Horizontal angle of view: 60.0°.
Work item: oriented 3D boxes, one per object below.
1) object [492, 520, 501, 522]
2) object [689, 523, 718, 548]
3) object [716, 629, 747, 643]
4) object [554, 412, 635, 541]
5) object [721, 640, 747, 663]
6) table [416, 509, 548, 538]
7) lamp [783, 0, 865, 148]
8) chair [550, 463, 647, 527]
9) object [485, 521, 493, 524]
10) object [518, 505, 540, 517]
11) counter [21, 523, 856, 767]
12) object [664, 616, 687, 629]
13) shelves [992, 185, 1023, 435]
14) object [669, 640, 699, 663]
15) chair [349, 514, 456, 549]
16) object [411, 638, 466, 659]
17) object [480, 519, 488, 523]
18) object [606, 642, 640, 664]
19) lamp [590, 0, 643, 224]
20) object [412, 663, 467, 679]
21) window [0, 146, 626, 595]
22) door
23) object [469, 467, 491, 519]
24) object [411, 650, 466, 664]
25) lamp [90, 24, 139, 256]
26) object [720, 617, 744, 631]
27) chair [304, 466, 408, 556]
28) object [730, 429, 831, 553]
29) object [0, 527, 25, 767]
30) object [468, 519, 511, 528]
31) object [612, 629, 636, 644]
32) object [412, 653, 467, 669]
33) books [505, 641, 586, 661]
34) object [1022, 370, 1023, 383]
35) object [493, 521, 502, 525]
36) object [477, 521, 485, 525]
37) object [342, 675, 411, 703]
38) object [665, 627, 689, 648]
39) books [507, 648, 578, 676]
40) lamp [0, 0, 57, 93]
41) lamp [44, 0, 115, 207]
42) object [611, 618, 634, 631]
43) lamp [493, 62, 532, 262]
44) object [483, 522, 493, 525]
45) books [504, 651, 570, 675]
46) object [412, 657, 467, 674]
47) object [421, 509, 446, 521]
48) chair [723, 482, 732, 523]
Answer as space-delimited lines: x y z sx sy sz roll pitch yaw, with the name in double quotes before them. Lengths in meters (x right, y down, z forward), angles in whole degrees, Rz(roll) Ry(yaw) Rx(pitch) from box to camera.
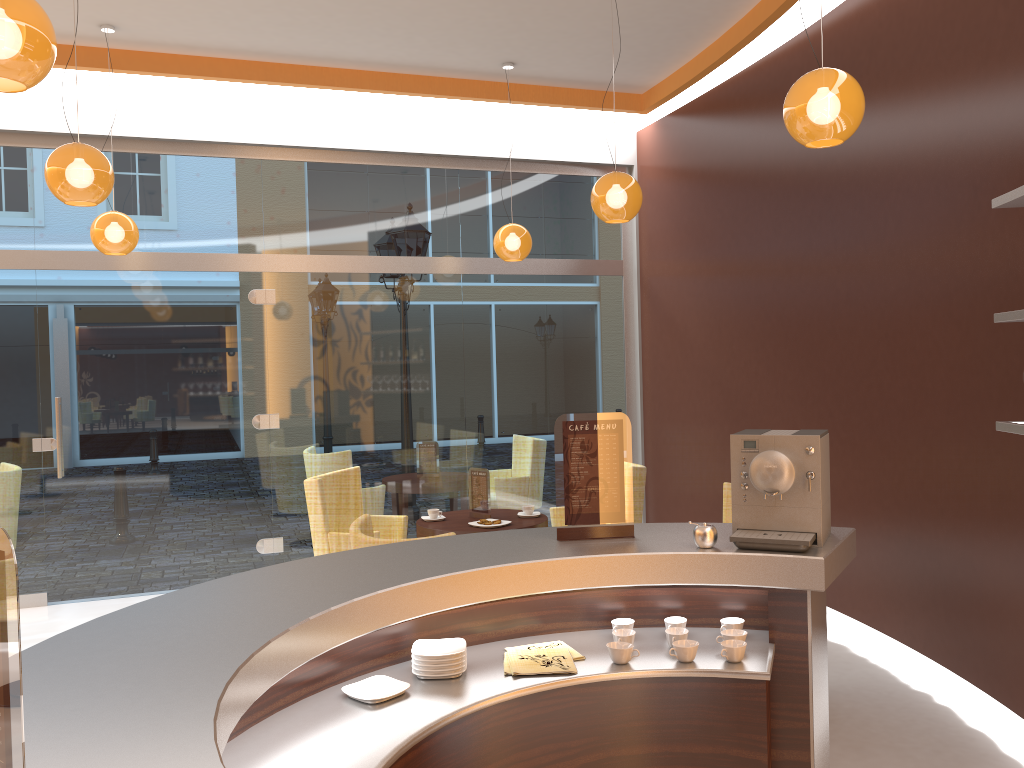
"object" -0.099 0.877 5.670 0.051 0.018 0.054 -2 1 -21
"object" 0.596 0.466 2.737 0.075 0.077 0.075 -1 1 39
"object" 0.654 0.760 2.618 0.073 0.050 0.086 -1 1 38
"object" 0.271 0.303 2.925 0.258 0.414 0.052 -2 1 -5
"object" 0.629 0.762 2.515 0.073 0.050 0.086 -1 1 13
"table" -0.188 1.235 5.883 0.872 0.679 0.874 -1 1 27
"lamp" 1.182 -1.674 3.401 0.299 1.500 0.299 -2 1 -41
"chair" 0.580 1.042 6.070 0.685 1.017 0.729 -2 1 -16
"object" -0.146 0.885 5.666 0.051 0.018 0.054 -2 1 -32
"object" 0.113 0.852 5.941 0.153 0.069 0.153 -2 1 3
"counter" -0.170 1.086 2.032 1.586 1.100 2.917 -1 1 26
"object" 0.512 0.761 2.764 0.073 0.050 0.086 -2 1 -4
"shelves" 1.078 -0.212 1.315 0.586 0.902 4.744 -1 1 28
"object" 0.494 0.765 2.527 0.073 0.050 0.086 -1 1 26
"chair" -0.346 1.102 3.916 0.685 1.017 0.729 -2 1 -41
"object" -0.205 0.745 2.492 0.153 0.020 0.153 -2 1 -2
"object" -0.179 0.874 5.665 0.052 0.016 0.055 -2 1 -20
"object" 0.313 0.770 2.532 0.086 0.050 0.073 -2 1 -8
"lamp" 0.586 -1.685 5.100 0.299 1.500 0.299 -2 1 -41
"object" -0.203 0.800 2.493 0.153 0.020 0.153 -2 1 -2
"window" -2.736 -0.123 6.857 8.200 3.380 0.040 -2 1 -19
"door" -2.723 0.376 6.865 1.640 2.499 0.020 -2 1 -19
"object" -0.216 0.728 5.915 0.042 0.335 0.209 -2 1 -44
"object" -0.204 0.759 2.492 0.153 0.020 0.153 -2 1 -2
"lamp" -2.651 -1.610 5.872 0.299 1.500 0.299 -2 1 -45
"object" 0.681 0.757 2.739 0.073 0.050 0.086 -1 1 13
"chair" -1.005 1.088 5.866 0.685 1.017 0.729 -1 1 13
"object" 0.841 0.326 2.799 0.270 0.340 0.373 -1 1 26
"object" -0.599 0.358 0.987 0.258 0.414 0.052 -1 1 40
"object" -0.141 0.889 5.639 0.234 0.020 0.234 -1 1 42
"object" 0.337 0.768 2.648 0.073 0.050 0.086 -2 1 -13
"object" -0.204 0.773 2.493 0.153 0.020 0.153 -2 1 -2
"books" 0.096 0.795 2.624 0.193 0.009 0.189 -2 1 -20
"object" 2.016 0.036 3.377 0.125 0.221 0.125 -1 1 5
"object" -0.093 0.880 5.624 0.052 0.018 0.055 -1 1 5
"object" -0.189 0.883 5.632 0.054 0.018 0.051 -1 1 28
"object" -0.358 0.807 2.336 0.153 0.020 0.153 -1 1 42
"object" 0.495 0.763 2.648 0.073 0.050 0.086 -2 1 -14
"books" 0.083 0.793 2.531 0.185 0.016 0.188 -2 1 -4
"lamp" -1.459 -1.587 2.475 0.299 1.500 0.299 -2 1 -41
"lamp" -2.055 -1.599 4.174 0.299 1.500 0.299 -2 1 -9
"object" 0.347 0.766 2.763 0.073 0.050 0.086 -2 1 2
"lamp" -0.010 -1.697 6.798 0.299 1.500 0.299 -1 1 38
"object" -0.155 0.882 5.601 0.053 0.014 0.055 -2 1 -36
"books" 0.069 0.796 2.539 0.187 0.011 0.189 -2 1 0
"object" -0.204 0.786 2.493 0.153 0.020 0.153 -2 1 -2
"object" -0.523 0.870 5.897 0.153 0.069 0.153 -2 1 -19
"chair" 1.144 1.052 4.496 0.685 1.017 0.729 -2 1 -12
